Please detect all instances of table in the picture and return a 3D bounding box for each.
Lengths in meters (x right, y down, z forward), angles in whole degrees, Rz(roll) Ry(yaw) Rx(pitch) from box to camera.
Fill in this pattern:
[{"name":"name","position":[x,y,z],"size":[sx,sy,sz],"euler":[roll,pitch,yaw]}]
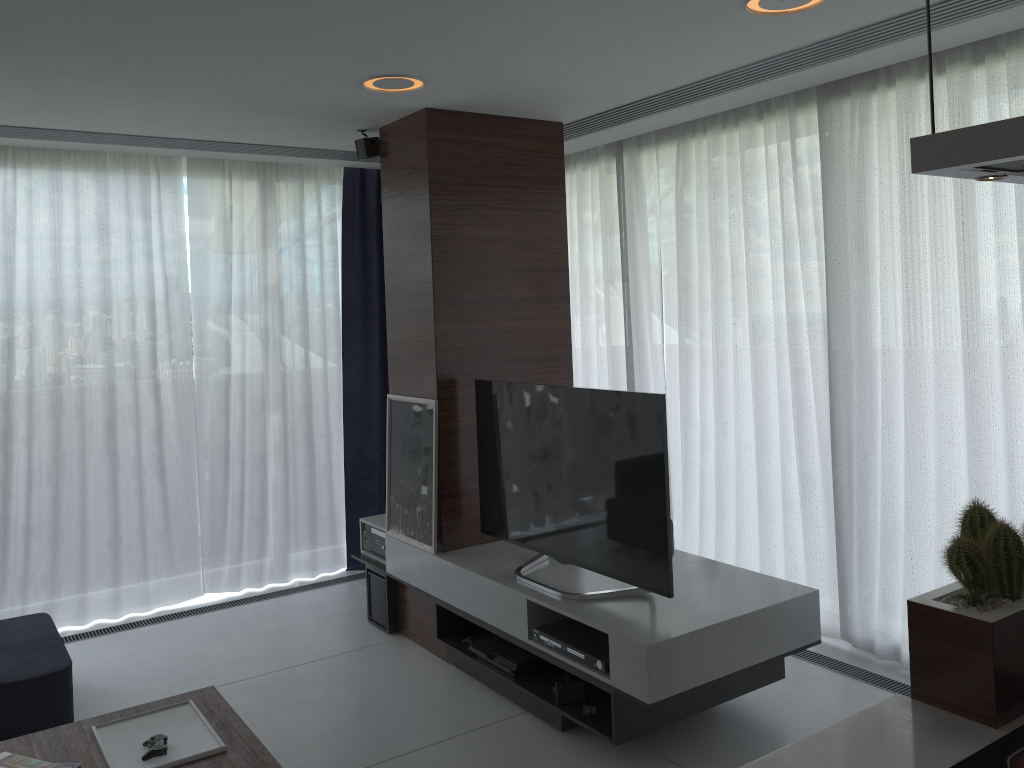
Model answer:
[{"name":"table","position":[-1.140,1.258,2.505],"size":[0.807,0.352,0.800],"euler":[-5,5,-34]}]

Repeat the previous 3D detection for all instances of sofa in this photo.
[{"name":"sofa","position":[-2.237,1.172,2.532],"size":[1.903,0.607,2.874],"euler":[-5,5,-34]}]

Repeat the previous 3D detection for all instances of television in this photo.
[{"name":"television","position":[0.211,0.398,3.562],"size":[0.298,0.785,1.230],"euler":[-2,3,-34]}]

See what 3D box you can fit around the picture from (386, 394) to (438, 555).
[{"name":"picture","position":[-0.486,0.413,4.237],"size":[0.053,0.700,0.500],"euler":[-2,1,-34]}]

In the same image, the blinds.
[{"name":"blinds","position":[-1.379,0.083,2.209],"size":[7.150,2.770,5.802],"euler":[-5,4,-30]}]

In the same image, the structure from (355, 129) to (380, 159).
[{"name":"structure","position":[-0.738,-1.226,4.531],"size":[0.114,0.142,0.084],"euler":[-4,2,-44]}]

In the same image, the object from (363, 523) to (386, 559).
[{"name":"object","position":[-0.565,0.824,4.740],"size":[0.369,0.150,0.369],"euler":[-5,5,-34]}]

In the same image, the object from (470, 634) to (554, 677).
[{"name":"object","position":[0.038,1.126,3.726],"size":[0.314,0.067,0.314],"euler":[-5,5,-34]}]

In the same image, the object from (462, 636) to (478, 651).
[{"name":"object","position":[-0.175,1.137,3.890],"size":[0.071,0.036,0.112],"euler":[-4,4,-21]}]

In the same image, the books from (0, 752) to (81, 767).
[{"name":"books","position":[1.804,1.247,0.165],"size":[8.229,0.372,0.406],"euler":[1,4,35]}]

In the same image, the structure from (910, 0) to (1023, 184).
[{"name":"structure","position":[1.215,-0.762,1.603],"size":[1.046,0.759,0.446],"euler":[-4,2,-34]}]

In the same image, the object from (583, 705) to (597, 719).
[{"name":"object","position":[0.283,1.174,3.162],"size":[0.044,0.043,0.044],"euler":[-4,3,-34]}]

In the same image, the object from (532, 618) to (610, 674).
[{"name":"object","position":[0.336,0.955,3.294],"size":[0.336,0.053,0.430],"euler":[-5,5,-34]}]

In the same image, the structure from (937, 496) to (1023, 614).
[{"name":"structure","position":[1.289,0.291,2.057],"size":[1.002,0.286,0.222],"euler":[-5,3,-31]}]

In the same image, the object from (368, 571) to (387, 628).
[{"name":"object","position":[-0.588,1.098,4.603],"size":[0.255,0.251,0.213],"euler":[-4,2,-34]}]

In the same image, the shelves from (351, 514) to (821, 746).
[{"name":"shelves","position":[0.149,1.005,4.053],"size":[0.875,0.498,2.350],"euler":[-5,5,-34]}]

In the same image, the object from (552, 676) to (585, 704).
[{"name":"object","position":[0.213,1.144,3.372],"size":[0.117,0.079,0.184],"euler":[-2,4,-4]}]

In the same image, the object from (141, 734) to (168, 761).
[{"name":"object","position":[-1.049,1.061,2.594],"size":[0.071,0.036,0.112],"euler":[-4,4,-21]}]

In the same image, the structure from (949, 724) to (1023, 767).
[{"name":"structure","position":[0.989,0.690,1.397],"size":[0.765,0.057,0.504],"euler":[-5,6,-34]}]

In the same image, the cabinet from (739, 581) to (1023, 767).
[{"name":"cabinet","position":[0.502,0.201,1.194],"size":[3.342,2.550,0.785],"euler":[-4,1,-34]}]
